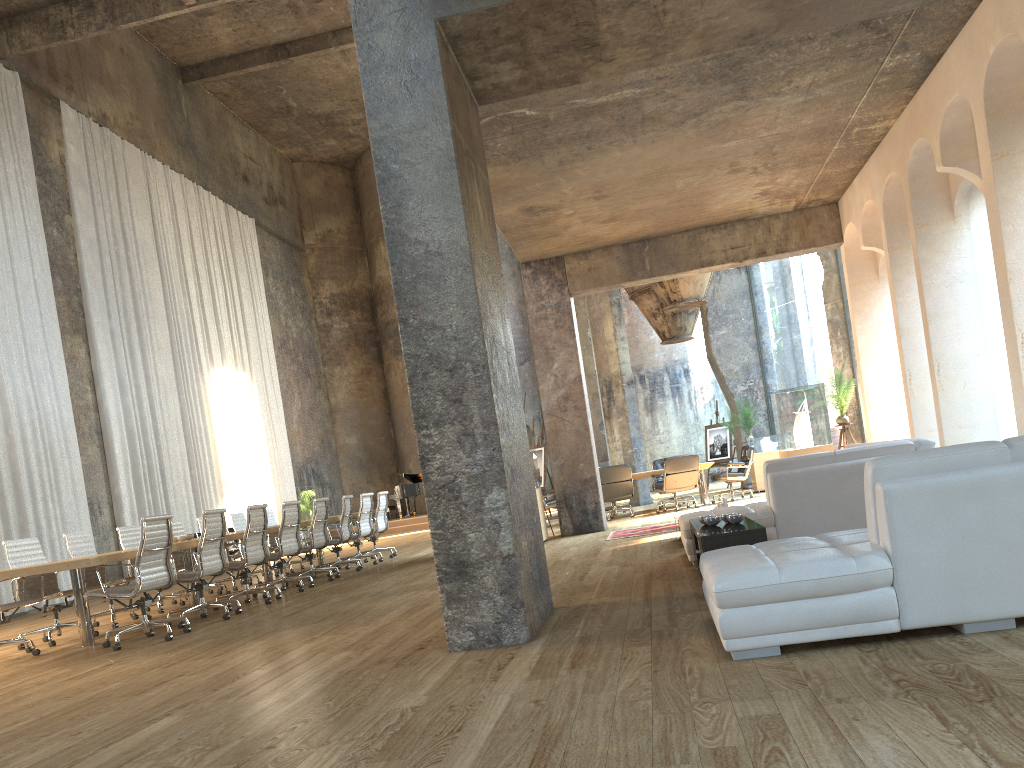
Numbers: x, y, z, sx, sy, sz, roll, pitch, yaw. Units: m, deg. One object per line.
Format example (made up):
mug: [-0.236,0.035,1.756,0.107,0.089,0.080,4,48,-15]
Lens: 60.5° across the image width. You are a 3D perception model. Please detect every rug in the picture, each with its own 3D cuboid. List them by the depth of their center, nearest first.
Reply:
rug: [2.421,1.718,10.938,2.470,0.009,1.347,-10,-7,9]

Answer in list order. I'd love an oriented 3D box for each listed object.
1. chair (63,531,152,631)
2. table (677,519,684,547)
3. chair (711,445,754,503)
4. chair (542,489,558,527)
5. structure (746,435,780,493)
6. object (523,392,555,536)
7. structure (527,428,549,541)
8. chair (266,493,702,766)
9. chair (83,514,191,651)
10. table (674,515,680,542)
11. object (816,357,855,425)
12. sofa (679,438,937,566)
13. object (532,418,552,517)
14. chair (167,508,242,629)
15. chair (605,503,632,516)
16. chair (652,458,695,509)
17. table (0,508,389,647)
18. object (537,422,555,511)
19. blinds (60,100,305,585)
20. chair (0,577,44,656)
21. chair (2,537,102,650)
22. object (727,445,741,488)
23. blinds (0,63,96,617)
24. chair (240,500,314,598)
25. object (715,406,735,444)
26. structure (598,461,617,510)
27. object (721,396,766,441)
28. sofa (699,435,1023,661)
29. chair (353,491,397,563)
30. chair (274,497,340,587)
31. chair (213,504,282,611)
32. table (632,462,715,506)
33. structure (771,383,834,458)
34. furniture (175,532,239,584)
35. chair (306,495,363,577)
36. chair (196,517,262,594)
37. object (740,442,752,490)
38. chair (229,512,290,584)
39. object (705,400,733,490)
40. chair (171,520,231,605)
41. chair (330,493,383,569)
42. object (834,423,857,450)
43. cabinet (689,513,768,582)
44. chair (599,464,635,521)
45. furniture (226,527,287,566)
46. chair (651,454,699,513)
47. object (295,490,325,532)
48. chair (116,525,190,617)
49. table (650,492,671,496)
chair: [-4.206,2.016,9.199,0.701,1.025,0.664,-9,-1,8]
table: [2.070,1.424,8.722,0.792,0.202,1.111,-10,-6,8]
chair: [3.739,1.538,14.986,0.822,0.892,0.731,-9,-2,3]
chair: [0.770,2.047,15.490,0.822,0.892,0.730,-9,-2,5]
structure: [4.860,1.474,16.455,0.737,1.014,0.742,-9,-2,9]
object: [0.124,1.219,12.686,0.686,2.146,0.699,-9,0,8]
structure: [0.047,1.405,11.808,0.596,1.547,0.741,-9,0,9]
chair: [-0.743,1.955,13.206,12.991,1.030,31.531,-10,-7,8]
chair: [-3.119,1.630,7.264,0.702,1.025,0.663,-9,-1,14]
table: [2.124,1.436,9.086,0.862,0.246,0.370,-10,-4,9]
object: [4.618,0.114,12.442,0.688,0.939,0.862,-9,-2,-1]
sofa: [2.519,1.007,7.993,2.070,0.720,2.931,-9,-6,8]
object: [0.462,1.750,17.774,0.708,2.146,0.677,-8,1,41]
chair: [-2.970,1.714,8.200,0.702,1.025,0.663,-9,-1,12]
chair: [1.814,1.956,16.078,0.733,0.892,0.819,-9,-2,15]
chair: [2.904,1.769,15.897,0.732,0.892,0.821,-9,-2,9]
table: [-3.318,2.170,10.569,1.606,0.757,7.721,-9,-6,8]
object: [0.653,1.936,19.656,0.691,2.146,0.694,-8,1,35]
blinds: [-6.690,-0.381,19.207,0.276,8.637,7.822,-8,-2,9]
chair: [-4.446,1.858,7.495,0.702,1.025,0.663,-9,-1,14]
chair: [-4.340,1.940,8.353,0.703,1.025,0.662,-9,-1,17]
object: [5.196,1.847,19.969,0.659,0.972,0.571,-9,-1,3]
blinds: [-8.034,-1.153,10.672,0.276,8.637,7.822,-8,-2,9]
chair: [-2.692,1.877,9.994,0.703,1.025,0.662,-9,-1,17]
object: [5.002,0.919,19.984,0.694,0.939,0.853,-9,-2,29]
structure: [1.728,2.160,18.298,0.745,1.014,0.734,-9,-1,9]
object: [4.600,0.703,17.558,0.862,0.939,0.686,-9,-2,12]
sofa: [1.867,0.632,3.844,2.074,0.721,1.072,-10,-4,9]
chair: [-2.177,2.199,13.489,0.702,1.025,0.663,-9,-1,14]
chair: [-2.552,1.956,10.863,0.702,1.025,0.663,-9,-1,14]
chair: [-2.829,1.797,9.106,0.702,1.025,0.663,-9,-1,14]
table: [2.299,1.880,15.230,2.417,0.699,1.105,-10,-4,9]
structure: [4.021,0.832,12.084,0.596,1.547,0.741,-9,0,9]
furniture: [-5.544,3.091,16.015,0.710,0.840,1.873,-9,-5,8]
chair: [-2.401,2.038,11.783,0.701,1.025,0.664,-9,-1,8]
chair: [-3.796,2.261,11.879,0.702,1.025,0.663,-9,-1,14]
object: [4.882,1.609,17.475,0.577,0.972,0.652,-9,-1,45]
chair: [-3.655,2.343,12.785,0.702,1.025,0.663,-9,-1,12]
object: [4.999,1.446,21.143,0.708,2.146,0.677,-8,1,38]
chair: [-3.933,2.180,10.991,0.703,1.025,0.662,-9,-1,17]
chair: [-2.277,2.116,12.630,0.703,1.025,0.662,-9,-1,17]
object: [4.699,1.064,12.465,0.653,0.972,0.576,-8,-1,-27]
cabinet: [1.411,1.109,5.844,0.397,0.368,1.563,-9,-6,8]
chair: [1.683,1.806,14.598,0.730,0.892,0.823,-9,-2,2]
furniture: [-5.173,3.305,18.373,0.710,0.840,1.873,-9,-5,8]
chair: [2.675,1.640,14.466,0.725,0.892,0.828,-8,-2,-18]
object: [-5.019,3.379,21.907,1.092,1.456,1.132,-9,-2,0]
chair: [-4.073,2.102,10.122,0.702,1.025,0.663,-9,-1,14]
table: [3.105,2.541,21.401,1.877,0.546,0.941,-10,-5,9]
